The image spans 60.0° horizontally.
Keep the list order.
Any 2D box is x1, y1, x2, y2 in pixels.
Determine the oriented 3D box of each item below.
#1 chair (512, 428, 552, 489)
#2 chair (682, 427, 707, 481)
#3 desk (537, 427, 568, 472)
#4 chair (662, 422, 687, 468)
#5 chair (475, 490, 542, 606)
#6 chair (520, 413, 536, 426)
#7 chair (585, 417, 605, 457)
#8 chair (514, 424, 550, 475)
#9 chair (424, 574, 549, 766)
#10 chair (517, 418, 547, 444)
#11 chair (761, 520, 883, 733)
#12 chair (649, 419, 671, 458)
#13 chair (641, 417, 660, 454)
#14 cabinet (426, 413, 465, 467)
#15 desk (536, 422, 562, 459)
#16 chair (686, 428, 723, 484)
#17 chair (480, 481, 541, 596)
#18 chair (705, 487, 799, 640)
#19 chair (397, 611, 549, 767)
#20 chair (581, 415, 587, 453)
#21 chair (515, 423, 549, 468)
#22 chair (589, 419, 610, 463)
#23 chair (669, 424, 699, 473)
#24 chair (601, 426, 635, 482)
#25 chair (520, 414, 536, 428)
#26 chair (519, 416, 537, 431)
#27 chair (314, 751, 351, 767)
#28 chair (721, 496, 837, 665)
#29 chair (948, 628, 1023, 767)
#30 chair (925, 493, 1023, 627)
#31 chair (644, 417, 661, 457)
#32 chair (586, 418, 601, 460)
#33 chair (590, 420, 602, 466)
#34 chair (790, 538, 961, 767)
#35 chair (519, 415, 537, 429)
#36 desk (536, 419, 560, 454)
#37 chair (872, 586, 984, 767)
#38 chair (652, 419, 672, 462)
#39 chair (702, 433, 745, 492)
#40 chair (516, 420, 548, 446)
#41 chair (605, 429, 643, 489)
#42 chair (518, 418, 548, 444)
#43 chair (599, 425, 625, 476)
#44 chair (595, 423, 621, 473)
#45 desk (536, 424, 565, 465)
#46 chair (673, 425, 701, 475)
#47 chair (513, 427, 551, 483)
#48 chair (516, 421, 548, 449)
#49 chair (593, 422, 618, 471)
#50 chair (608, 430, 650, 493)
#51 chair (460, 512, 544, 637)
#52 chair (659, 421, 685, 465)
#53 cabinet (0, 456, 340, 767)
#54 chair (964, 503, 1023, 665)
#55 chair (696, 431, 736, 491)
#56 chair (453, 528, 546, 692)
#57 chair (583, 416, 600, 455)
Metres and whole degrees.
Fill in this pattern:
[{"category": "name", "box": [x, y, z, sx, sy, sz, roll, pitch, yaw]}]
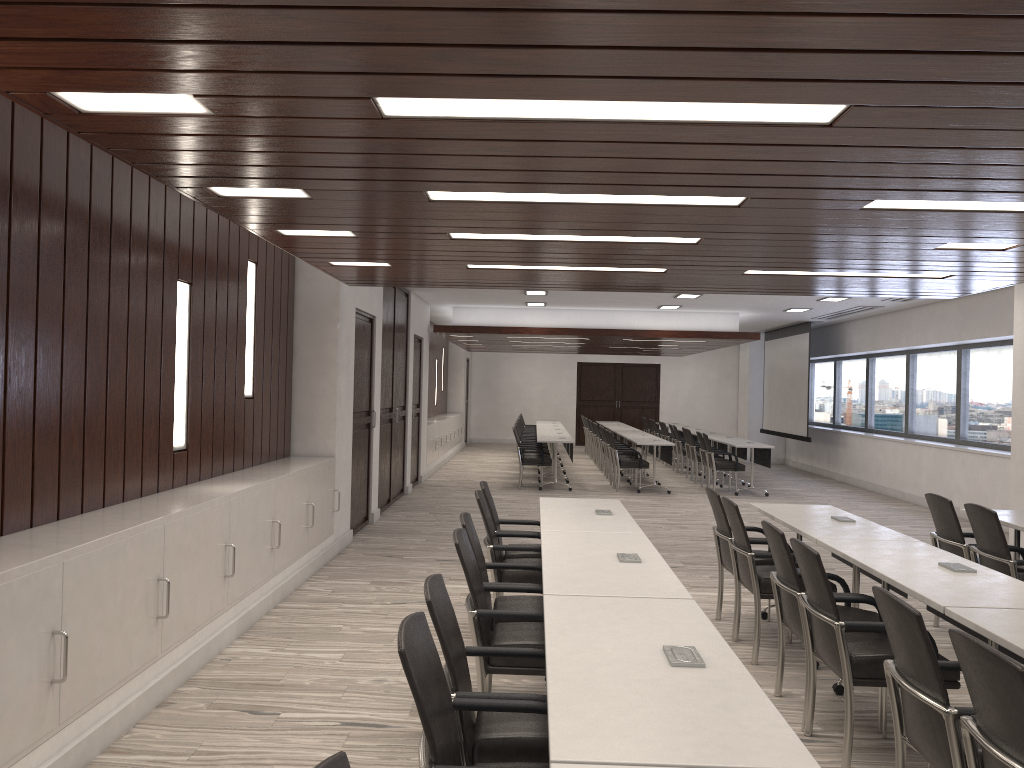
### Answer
[{"category": "chair", "box": [0.312, 1.172, 14.000, 0.638, 0.939, 0.513, 1, 0, 2]}, {"category": "chair", "box": [3.378, 1.255, 15.972, 0.638, 0.939, 0.513, 1, 0, 1]}, {"category": "desk", "box": [0.759, 1.269, 17.290, 0.577, 0.795, 1.509, 1, 0, 1]}, {"category": "chair", "box": [3.438, 1.268, 18.481, 0.638, 0.939, 0.513, 1, 0, 2]}, {"category": "chair", "box": [0.079, 1.129, 5.423, 0.638, 0.939, 0.513, 1, 0, 1]}, {"category": "chair", "box": [0.514, 1.212, 22.128, 0.638, 0.939, 0.513, 1, 0, 2]}, {"category": "chair", "box": [1.999, 1.242, 20.571, 0.638, 0.939, 0.513, 1, 0, 2]}, {"category": "chair", "box": [0.345, 1.179, 15.525, 0.638, 0.939, 0.513, 1, 0, 1]}, {"category": "chair", "box": [0.022, 1.116, 2.907, 0.638, 0.939, 0.513, 1, 0, 1]}, {"category": "chair", "box": [0.412, 1.194, 18.563, 0.638, 0.939, 0.513, 1, 0, 2]}, {"category": "chair", "box": [1.565, 1.160, 4.383, 0.638, 0.939, 0.513, 1, 0, 1]}, {"category": "chair", "box": [3.483, 1.278, 20.538, 0.638, 0.939, 0.513, 1, 0, 2]}, {"category": "chair", "box": [3.528, 1.285, 22.049, 0.638, 0.939, 0.513, 1, 0, 2]}, {"category": "cabinet", "box": [-1.523, 1.069, 18.787, 0.476, 0.698, 7.540, 1, 0, 1]}, {"category": "desk", "box": [0.838, 1.284, 20.337, 0.577, 0.795, 1.509, 1, 0, 1]}, {"category": "chair", "box": [3.347, 1.252, 15.450, 0.638, 0.939, 0.513, 1, 0, 2]}, {"category": "chair", "box": [0.092, 1.131, 5.953, 0.638, 0.939, 0.513, 1, 0, 1]}, {"category": "chair", "box": [1.614, 1.168, 5.913, 0.638, 0.939, 0.513, 1, 0, 1]}, {"category": "chair", "box": [0.008, 1.114, 2.376, 0.638, 0.939, 0.513, 1, 0, 2]}, {"category": "chair", "box": [2.025, 1.249, 22.090, 0.638, 0.939, 0.513, 1, 0, 1]}, {"category": "chair", "box": [0.359, 1.182, 16.058, 0.638, 0.939, 0.513, 1, 0, 2]}, {"category": "chair", "box": [1.956, 1.234, 19.053, 0.638, 0.939, 0.513, 1, 0, 1]}, {"category": "chair", "box": [3.403, 1.262, 17.487, 0.638, 0.939, 0.513, 1, 0, 2]}, {"category": "chair", "box": [1.866, 1.216, 15.484, 0.638, 0.939, 0.513, 1, 0, 1]}, {"category": "chair", "box": [0.504, 1.210, 21.605, 0.638, 0.939, 0.513, 1, 0, 1]}, {"category": "chair", "box": [0.456, 1.202, 20.085, 0.638, 0.939, 0.513, 1, 0, 1]}, {"category": "chair", "box": [-0.031, 1.108, 1.390, 0.638, 0.939, 0.513, 1, 0, 1]}, {"category": "chair", "box": [1.597, 1.166, 5.386, 0.638, 0.939, 0.513, 1, 0, 1]}, {"category": "chair", "box": [1.528, 1.151, 2.343, 0.638, 0.939, 0.513, 1, 0, 1]}, {"category": "chair", "box": [3.101, 1.204, 5.869, 0.638, 0.939, 0.513, 1, 0, 2]}, {"category": "chair", "box": [3.506, 1.282, 21.528, 0.638, 0.939, 0.513, 1, 0, 2]}, {"category": "chair", "box": [1.978, 1.239, 20.052, 0.638, 0.939, 0.513, 1, 0, 2]}, {"category": "chair", "box": [1.933, 1.231, 18.529, 0.638, 0.939, 0.513, 1, 0, 1]}, {"category": "chair", "box": [1.550, 1.158, 3.860, 0.638, 0.939, 0.513, 1, 0, 1]}, {"category": "chair", "box": [0.470, 1.204, 20.610, 0.638, 0.939, 0.513, 1, 0, 2]}, {"category": "desk", "box": [0.878, 1.292, 21.860, 0.577, 0.795, 1.509, 1, 0, 1]}, {"category": "chair", "box": [1.523, 1.153, 2.874, 0.638, 0.939, 0.513, 1, 0, 2]}, {"category": "chair", "box": [3.467, 1.275, 20.006, 0.638, 0.939, 0.513, 1, 0, 1]}, {"category": "chair", "box": [3.308, 1.244, 13.926, 0.638, 0.939, 0.513, 1, 0, 2]}, {"category": "chair", "box": [0.395, 1.189, 17.555, 0.638, 0.939, 0.513, 1, 0, 2]}, {"category": "chair", "box": [1.826, 1.211, 14.494, 0.638, 0.939, 0.513, 1, 0, 1]}, {"category": "chair", "box": [0.442, 1.197, 19.087, 0.638, 0.939, 0.513, 1, 0, 1]}, {"category": "chair", "box": [1.880, 1.219, 16.003, 0.638, 0.939, 0.513, 1, 0, 1]}, {"category": "chair", "box": [1.897, 1.224, 17.005, 0.638, 0.939, 0.513, 1, 0, 2]}, {"category": "desk", "box": [0.799, 1.277, 18.812, 0.577, 0.795, 1.509, 1, 0, 1]}, {"category": "chair", "box": [3.388, 1.260, 16.963, 0.638, 0.939, 0.513, 1, 0, 2]}, {"category": "chair", "box": [0.317, 1.174, 14.522, 0.638, 0.939, 0.513, 1, 0, 1]}, {"category": "chair", "box": [0.375, 1.187, 17.036, 0.638, 0.939, 0.513, 1, 0, 2]}, {"category": "chair", "box": [1.907, 1.226, 17.522, 0.638, 0.939, 0.513, 1, 0, 2]}, {"category": "chair", "box": [1.824, 1.208, 13.961, 0.638, 0.939, 0.513, 1, 0, 1]}, {"category": "chair", "box": [0.048, 1.124, 4.422, 0.638, 0.939, 0.513, 1, 0, 1]}, {"category": "chair", "box": [3.458, 1.270, 19.007, 0.638, 0.939, 0.513, 1, 0, 0]}, {"category": "cabinet", "box": [-1.897, 0.997, 4.358, 0.476, 0.698, 7.540, 1, 0, 1]}, {"category": "chair", "box": [3.103, 1.202, 5.347, 0.638, 0.939, 0.513, 1, 0, 2]}, {"category": "chair", "box": [3.322, 1.247, 14.449, 0.638, 0.939, 0.513, 1, 0, 1]}, {"category": "chair", "box": [0.049, 1.121, 3.901, 0.638, 0.939, 0.513, 1, 0, 2]}, {"category": "chair", "box": [2.028, 1.247, 21.571, 0.638, 0.939, 0.513, 1, 0, 2]}]
